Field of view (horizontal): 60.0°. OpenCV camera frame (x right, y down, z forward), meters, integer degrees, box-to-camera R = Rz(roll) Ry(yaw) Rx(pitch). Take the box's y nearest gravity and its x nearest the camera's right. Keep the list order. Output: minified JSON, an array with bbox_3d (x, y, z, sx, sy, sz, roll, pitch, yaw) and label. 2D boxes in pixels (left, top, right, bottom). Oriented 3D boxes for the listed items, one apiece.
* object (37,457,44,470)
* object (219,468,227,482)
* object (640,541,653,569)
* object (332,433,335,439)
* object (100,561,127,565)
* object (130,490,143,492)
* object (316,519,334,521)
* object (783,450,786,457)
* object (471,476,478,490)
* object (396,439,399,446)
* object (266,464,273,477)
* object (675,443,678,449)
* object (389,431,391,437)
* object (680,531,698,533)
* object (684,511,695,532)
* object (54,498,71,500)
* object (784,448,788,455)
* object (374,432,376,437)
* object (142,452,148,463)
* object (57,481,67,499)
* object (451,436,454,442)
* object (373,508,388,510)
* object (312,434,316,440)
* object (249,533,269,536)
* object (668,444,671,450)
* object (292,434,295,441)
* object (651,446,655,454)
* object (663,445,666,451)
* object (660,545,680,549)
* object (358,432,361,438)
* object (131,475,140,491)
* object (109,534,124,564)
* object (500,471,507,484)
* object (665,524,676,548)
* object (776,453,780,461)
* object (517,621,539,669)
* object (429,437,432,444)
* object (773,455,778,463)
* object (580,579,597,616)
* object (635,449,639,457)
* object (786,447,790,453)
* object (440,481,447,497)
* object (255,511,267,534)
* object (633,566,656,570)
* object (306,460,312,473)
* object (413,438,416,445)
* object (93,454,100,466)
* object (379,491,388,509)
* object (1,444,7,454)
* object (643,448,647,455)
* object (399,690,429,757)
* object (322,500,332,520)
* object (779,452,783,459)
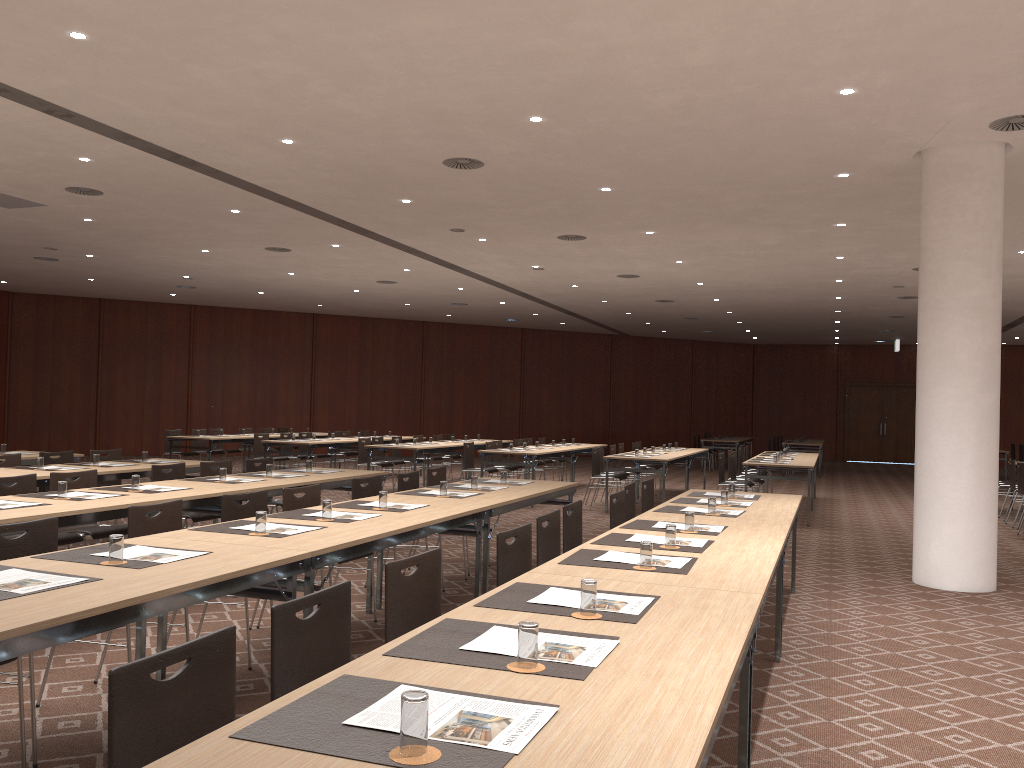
[{"bbox_3d":[-4.276,0.720,8.041,0.054,0.114,0.054,2,-1,-36],"label":"object"},{"bbox_3d":[-2.402,0.754,7.370,0.054,0.114,0.054,2,-1,-36],"label":"object"},{"bbox_3d":[0.587,0.746,3.876,0.054,0.114,0.054,2,-1,-14],"label":"object"},{"bbox_3d":[-3.335,0.972,16.532,0.054,0.114,0.054,1,-1,9],"label":"object"},{"bbox_3d":[-1.635,0.734,3.641,0.102,0.001,0.102,1,-2,9],"label":"object"},{"bbox_3d":[-2.737,0.778,6.451,0.102,0.001,0.102,1,-2,9],"label":"object"},{"bbox_3d":[-1.087,0.790,5.155,0.102,0.001,0.102,1,-2,9],"label":"object"},{"bbox_3d":[4.522,1.145,14.714,0.054,0.114,0.054,2,-1,-36],"label":"object"},{"bbox_3d":[-0.309,0.811,7.292,0.054,0.114,0.054,2,-1,-36],"label":"object"},{"bbox_3d":[-1.891,0.962,14.623,0.054,0.114,0.054,1,-1,9],"label":"object"},{"bbox_3d":[-2.183,0.777,7.975,0.054,0.114,0.054,2,-1,-36],"label":"object"},{"bbox_3d":[3.078,1.156,16.622,0.054,0.114,0.054,2,-1,-14],"label":"object"},{"bbox_3d":[-2.566,1.051,18.663,0.054,0.114,0.054,2,-1,-14],"label":"object"},{"bbox_3d":[1.013,0.847,5.080,0.102,0.001,0.102,2,-2,-14],"label":"object"},{"bbox_3d":[1.020,0.790,5.097,0.054,0.114,0.054,2,-1,-14],"label":"object"},{"bbox_3d":[-2.964,0.755,5.839,0.102,0.001,0.102,1,-2,9],"label":"object"},{"bbox_3d":[4.733,1.168,15.324,0.054,0.114,0.054,2,-1,-36],"label":"object"},{"bbox_3d":[-2.790,1.028,18.054,0.054,0.114,0.054,2,-1,-14],"label":"object"},{"bbox_3d":[-3.840,0.765,9.279,0.054,0.114,0.054,2,-1,-14],"label":"object"},{"bbox_3d":[-2.964,0.698,5.845,0.054,0.114,0.054,2,-1,-36],"label":"object"},{"bbox_3d":[-1.117,1.041,16.761,0.054,0.114,0.054,2,-1,-14],"label":"object"},{"bbox_3d":[-0.856,0.813,5.770,0.102,0.001,0.102,1,-2,9],"label":"object"},{"bbox_3d":[-3.556,0.950,15.933,0.054,0.114,0.054,1,-1,9],"label":"object"},{"bbox_3d":[-1.295,0.768,4.538,0.102,0.001,0.102,1,-2,9],"label":"object"},{"bbox_3d":[2.846,1.133,16.004,0.054,0.114,0.054,2,-1,-14],"label":"object"},{"bbox_3d":[-3.771,0.927,15.303,0.054,0.114,0.054,1,-1,9],"label":"object"},{"bbox_3d":[2.305,1.077,14.481,0.054,0.114,0.054,1,-1,9],"label":"object"},{"bbox_3d":[2.644,1.111,15.394,0.054,0.114,0.054,2,-1,-14],"label":"object"},{"bbox_3d":[0.798,0.825,4.486,0.102,0.001,0.102,2,-2,-14],"label":"object"},{"bbox_3d":[-3.008,1.006,17.438,0.054,0.114,0.054,2,-1,-14],"label":"object"},{"bbox_3d":[-2.741,0.721,6.460,0.054,0.114,0.054,2,-1,-36],"label":"object"},{"bbox_3d":[-1.625,0.677,3.643,0.054,0.114,0.054,2,-1,-36],"label":"object"},{"bbox_3d":[-0.074,0.834,7.905,0.054,0.114,0.054,2,-1,-14],"label":"object"},{"bbox_3d":[0.802,0.768,4.479,0.054,0.114,0.054,2,-1,-14],"label":"object"},{"bbox_3d":[3.955,1.089,13.193,0.054,0.114,0.054,2,-1,-14],"label":"object"},{"bbox_3d":[0.042,0.689,2.348,0.054,0.114,0.054,2,-1,-36],"label":"object"},{"bbox_3d":[-1.451,1.007,15.846,0.054,0.114,0.054,1,-1,9],"label":"object"},{"bbox_3d":[3.737,1.066,12.574,0.054,0.114,0.054,2,-1,-14],"label":"object"},{"bbox_3d":[0.256,0.712,2.963,0.054,0.114,0.054,2,-1,-36],"label":"object"},{"bbox_3d":[1.868,1.032,13.261,0.054,0.114,0.054,1,-1,9],"label":"object"},{"bbox_3d":[4.957,1.190,15.931,0.054,0.114,0.054,2,-1,-36],"label":"object"},{"bbox_3d":[-0.516,0.790,6.692,0.054,0.114,0.054,2,-1,-36],"label":"object"},{"bbox_3d":[-1.288,0.711,4.550,0.054,0.114,0.054,2,-1,-36],"label":"object"},{"bbox_3d":[0.578,0.802,3.866,0.102,0.001,0.102,2,-2,-14],"label":"object"},{"bbox_3d":[-1.966,0.799,8.597,0.054,0.114,0.054,2,-1,-14],"label":"object"},{"bbox_3d":[-1.670,0.985,15.234,0.054,0.114,0.054,1,-1,9],"label":"object"},{"bbox_3d":[-4.063,0.742,8.666,0.054,0.114,0.054,2,-1,-36],"label":"object"},{"bbox_3d":[-0.840,0.756,5.781,0.054,0.114,0.054,2,-1,-36],"label":"object"},{"bbox_3d":[-5.713,0.730,9.964,0.054,0.114,0.054,2,-1,-14],"label":"object"},{"bbox_3d":[2.080,1.054,13.870,0.054,0.114,0.054,1,-1,9],"label":"object"},{"bbox_3d":[-0.193,0.667,1.747,0.054,0.114,0.054,2,-1,-14],"label":"object"},{"bbox_3d":[-1.077,0.733,5.164,0.054,0.114,0.054,2,-1,-36],"label":"object"},{"bbox_3d":[4.187,1.112,13.810,0.054,0.114,0.054,2,-1,-14],"label":"object"}]
